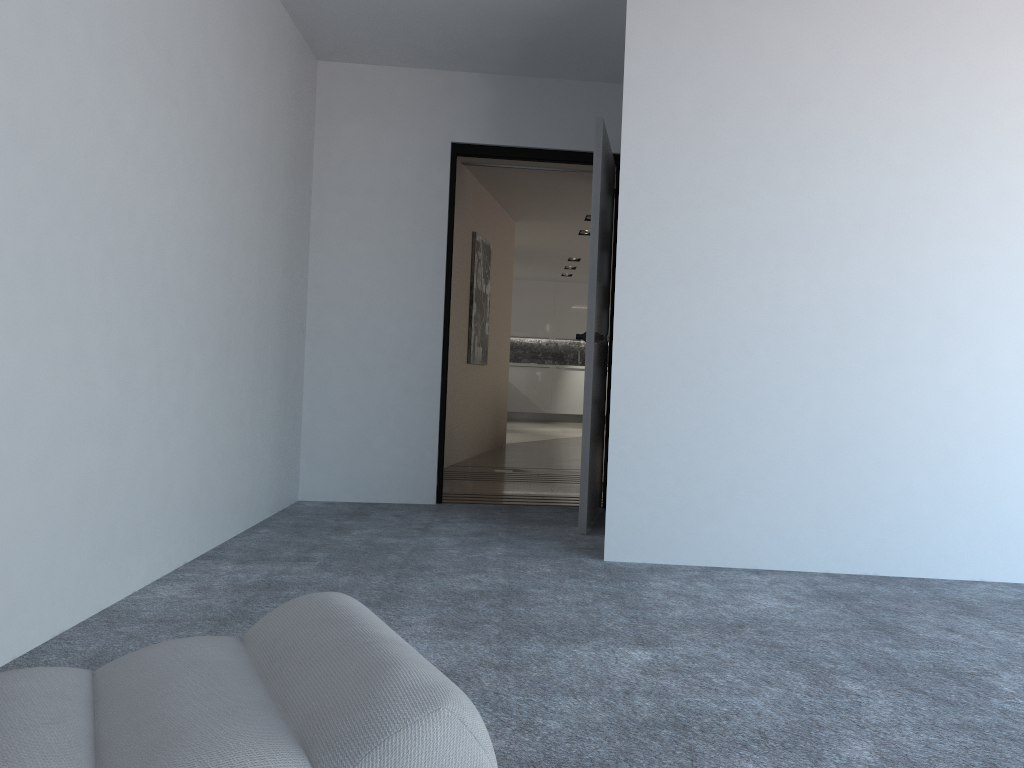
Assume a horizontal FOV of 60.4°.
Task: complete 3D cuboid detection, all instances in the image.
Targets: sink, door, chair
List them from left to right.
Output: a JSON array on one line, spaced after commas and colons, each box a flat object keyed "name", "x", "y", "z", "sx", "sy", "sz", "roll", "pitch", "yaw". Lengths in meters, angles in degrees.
[{"name": "chair", "x": -0.555, "y": 0.353, "z": 0.987, "sx": 1.000, "sy": 0.727, "sz": 0.573, "roll": 2, "pitch": 0, "yaw": -28}, {"name": "door", "x": 0.105, "y": -0.330, "z": 4.726, "sx": 1.009, "sy": 2.093, "sz": 0.971, "roll": 2, "pitch": 0, "yaw": -3}, {"name": "sink", "x": 1.362, "y": -0.332, "z": 15.819, "sx": 1.164, "sy": 0.520, "sz": 0.504, "roll": 2, "pitch": 0, "yaw": -5}]

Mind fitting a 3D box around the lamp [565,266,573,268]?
[{"name": "lamp", "x": 0.913, "y": -1.860, "z": 13.849, "sx": 0.183, "sy": 0.077, "sz": 0.170, "roll": 2, "pitch": 0, "yaw": -20}]

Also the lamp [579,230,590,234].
[{"name": "lamp", "x": 0.888, "y": -1.838, "z": 10.529, "sx": 0.186, "sy": 0.077, "sz": 0.167, "roll": 2, "pitch": 0, "yaw": -38}]

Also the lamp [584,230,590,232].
[{"name": "lamp", "x": 0.887, "y": -1.836, "z": 10.350, "sx": 0.176, "sy": 0.077, "sz": 0.177, "roll": 2, "pitch": 0, "yaw": 3}]

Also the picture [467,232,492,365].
[{"name": "picture", "x": -0.292, "y": -0.763, "z": 8.135, "sx": 0.028, "sy": 1.165, "sz": 0.761, "roll": 2, "pitch": 0, "yaw": 10}]

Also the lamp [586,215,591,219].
[{"name": "lamp", "x": 0.881, "y": -1.831, "z": 9.562, "sx": 0.180, "sy": 0.077, "sz": 0.174, "roll": 2, "pitch": 0, "yaw": -8}]

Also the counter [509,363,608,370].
[{"name": "counter", "x": 0.971, "y": -0.297, "z": 14.796, "sx": 4.067, "sy": 0.041, "sz": 2.668, "roll": 2, "pitch": 0, "yaw": -4}]

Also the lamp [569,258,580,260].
[{"name": "lamp", "x": 0.907, "y": -1.853, "z": 12.885, "sx": 0.183, "sy": 0.077, "sz": 0.170, "roll": 2, "pitch": 0, "yaw": -20}]

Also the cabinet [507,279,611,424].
[{"name": "cabinet", "x": 2.427, "y": -0.501, "z": 14.073, "sx": 6.985, "sy": 2.501, "sz": 4.408, "roll": 2, "pitch": 0, "yaw": -4}]
